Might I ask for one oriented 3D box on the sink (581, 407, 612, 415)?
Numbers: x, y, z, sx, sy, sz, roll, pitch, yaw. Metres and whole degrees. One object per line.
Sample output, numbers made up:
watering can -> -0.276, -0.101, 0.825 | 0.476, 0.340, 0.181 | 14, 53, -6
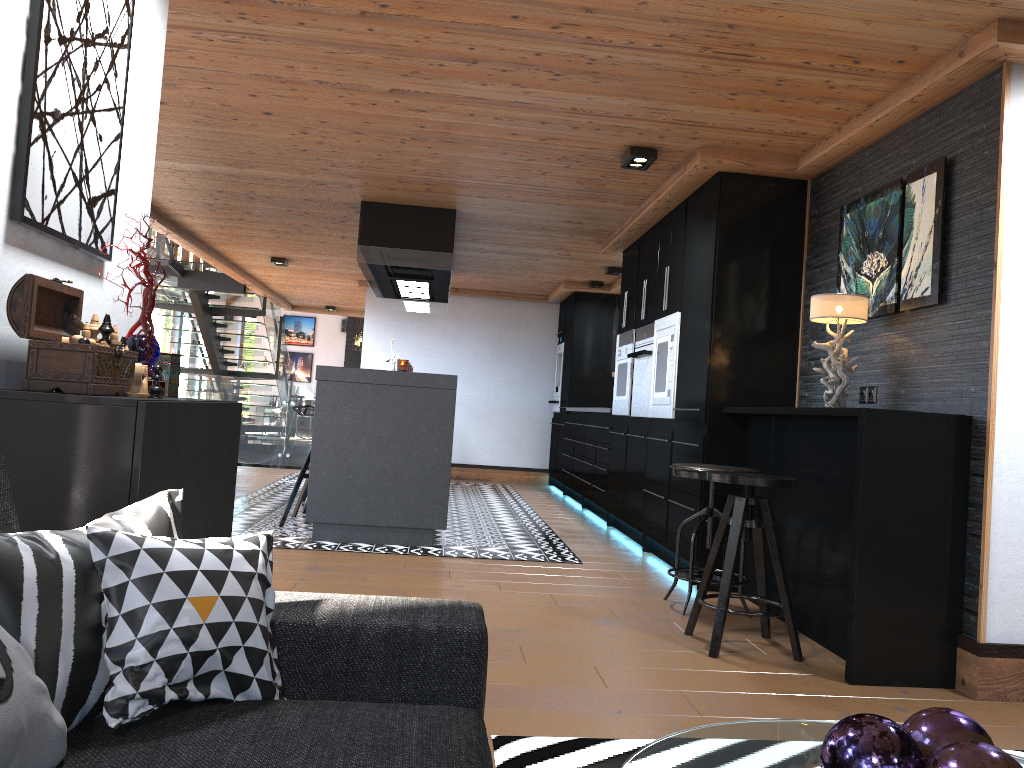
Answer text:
sink -> 0.985, 0.117, 8.643 | 0.463, 0.421, 0.959 | 4, -2, -5

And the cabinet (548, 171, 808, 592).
cabinet -> 1.047, 0.027, 8.086 | 0.544, 2.382, 6.412 | 4, -2, -5

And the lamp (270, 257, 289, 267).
lamp -> -2.548, -1.345, 9.726 | 0.155, 0.068, 0.260 | 4, -2, -5

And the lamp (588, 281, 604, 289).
lamp -> 0.928, -1.103, 9.785 | 0.155, 0.068, 0.152 | 4, -2, -5

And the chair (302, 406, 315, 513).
chair -> -1.401, 0.601, 7.151 | 0.471, 0.840, 0.536 | 4, -2, -8

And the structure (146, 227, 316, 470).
structure -> -6.457, 0.444, 12.307 | 9.232, 6.402, 10.994 | 4, -2, -5

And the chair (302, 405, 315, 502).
chair -> -1.542, 0.612, 7.851 | 0.469, 0.840, 0.538 | 4, -2, 1

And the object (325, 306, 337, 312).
object -> -2.948, -1.231, 14.437 | 0.155, 0.068, 0.260 | 4, -2, -5

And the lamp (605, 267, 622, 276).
lamp -> 1.011, -1.127, 8.803 | 0.155, 0.068, 0.152 | 4, -2, -5

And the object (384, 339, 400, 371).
object -> -1.244, -0.236, 9.250 | 0.226, 0.453, 0.224 | 4, -2, -5

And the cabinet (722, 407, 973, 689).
cabinet -> 1.403, 0.625, 4.063 | 0.430, 1.010, 1.621 | 4, -2, -5

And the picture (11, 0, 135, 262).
picture -> -1.103, -0.746, 2.270 | 0.020, 0.782, 0.561 | 4, -2, -5

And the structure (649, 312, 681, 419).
structure -> 0.993, -0.111, 5.837 | 0.039, 0.672, 0.592 | 4, -2, -5

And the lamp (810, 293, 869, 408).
lamp -> 1.465, -0.135, 4.003 | 0.248, 0.516, 0.247 | 4, -2, -2

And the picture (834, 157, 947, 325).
picture -> 1.682, -0.605, 4.005 | 0.010, 0.594, 0.923 | 4, -2, -5

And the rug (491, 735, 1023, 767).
rug -> 0.881, 0.997, 1.130 | 1.665, 0.020, 2.892 | 4, -2, -5

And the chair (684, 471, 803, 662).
chair -> 0.970, 0.740, 3.674 | 0.394, 0.721, 0.392 | 4, -2, -5

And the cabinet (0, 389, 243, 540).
cabinet -> -1.016, 0.266, 2.338 | 0.359, 0.468, 0.952 | 4, -2, -5

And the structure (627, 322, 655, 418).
structure -> 0.929, -0.098, 6.458 | 0.090, 0.673, 0.592 | 4, -2, -5

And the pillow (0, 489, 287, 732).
pillow -> -0.582, 0.340, 1.301 | 0.541, 0.346, 0.296 | 6, -3, -44

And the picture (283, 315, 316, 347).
picture -> -5.861, -1.456, 24.342 | 0.881, 0.816, 0.036 | 4, -3, -6

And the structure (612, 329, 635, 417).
structure -> 1.050, -0.069, 7.134 | 0.383, 0.673, 0.598 | 4, -2, -5

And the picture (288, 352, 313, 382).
picture -> -5.930, -0.464, 24.297 | 0.881, 0.816, 0.036 | 4, -3, -6

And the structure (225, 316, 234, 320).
structure -> -7.682, -1.823, 24.079 | 0.214, 0.350, 0.213 | 4, -2, -5

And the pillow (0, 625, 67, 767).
pillow -> -0.598, 0.301, 0.771 | 0.285, 0.329, 0.723 | 5, -2, -15

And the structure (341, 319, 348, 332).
structure -> -4.598, -1.600, 24.406 | 0.214, 0.350, 0.213 | 4, -2, -5

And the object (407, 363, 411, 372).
object -> -0.746, -0.109, 6.153 | 0.078, 0.081, 0.080 | 2, -3, 40

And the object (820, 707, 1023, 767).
object -> 0.604, 0.553, 1.240 | 0.286, 0.143, 0.262 | 5, -2, -22

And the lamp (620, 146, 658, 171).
lamp -> 0.707, -1.264, 4.946 | 0.155, 0.068, 0.260 | 4, -2, -5

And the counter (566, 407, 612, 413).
counter -> 0.979, 0.271, 8.718 | 0.532, 0.040, 2.560 | 4, -2, -5

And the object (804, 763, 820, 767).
object -> 0.587, 0.618, 1.248 | 0.393, 0.022, 0.396 | 4, -2, 13

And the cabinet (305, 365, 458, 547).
cabinet -> -1.029, 0.520, 7.970 | 0.891, 1.104, 4.787 | 4, -2, -5

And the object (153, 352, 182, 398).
object -> -1.057, -0.029, 2.672 | 0.109, 0.135, 0.096 | 5, -2, -15

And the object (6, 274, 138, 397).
object -> -1.013, -0.112, 2.077 | 0.210, 0.270, 0.286 | 4, -2, -5

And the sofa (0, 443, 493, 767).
sofa -> 0.076, 0.509, 0.174 | 2.093, 0.819, 3.080 | 4, -2, -5

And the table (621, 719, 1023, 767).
table -> 0.601, 0.778, 0.930 | 0.898, 0.372, 1.520 | 4, -2, -4

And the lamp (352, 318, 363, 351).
lamp -> -3.701, -1.928, 21.712 | 0.263, 2.203, 0.798 | 5, -3, -14

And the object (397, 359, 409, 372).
object -> -0.715, -0.118, 5.789 | 0.078, 0.081, 0.080 | 2, -3, 40

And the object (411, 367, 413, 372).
object -> -0.808, -0.092, 6.881 | 0.078, 0.081, 0.080 | 2, -3, 40

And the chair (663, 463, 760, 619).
chair -> 0.982, 0.764, 4.382 | 0.441, 0.717, 0.440 | 4, -2, -2

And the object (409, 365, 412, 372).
object -> -0.777, -0.100, 6.517 | 0.078, 0.081, 0.080 | 2, -3, 40

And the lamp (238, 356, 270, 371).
lamp -> -6.889, 0.176, 23.018 | 0.524, 1.900, 1.329 | 3, -2, 16

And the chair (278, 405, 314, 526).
chair -> -1.363, 0.580, 6.378 | 0.470, 0.840, 0.537 | 4, -2, -4

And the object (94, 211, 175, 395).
object -> -1.009, -0.219, 2.395 | 0.152, 0.505, 0.323 | 4, -2, -6

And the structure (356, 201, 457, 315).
structure -> -0.923, -1.074, 8.229 | 0.712, 0.476, 3.241 | 4, -2, -5

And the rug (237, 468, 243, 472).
rug -> -4.151, 0.843, 7.514 | 2.557, 0.047, 5.615 | 4, -2, -5

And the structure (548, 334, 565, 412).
structure -> 0.631, -0.119, 10.959 | 0.256, 0.946, 0.595 | 4, -2, -5

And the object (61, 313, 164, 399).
object -> -0.951, -0.070, 2.135 | 0.202, 0.197, 0.355 | 4, -2, 6
